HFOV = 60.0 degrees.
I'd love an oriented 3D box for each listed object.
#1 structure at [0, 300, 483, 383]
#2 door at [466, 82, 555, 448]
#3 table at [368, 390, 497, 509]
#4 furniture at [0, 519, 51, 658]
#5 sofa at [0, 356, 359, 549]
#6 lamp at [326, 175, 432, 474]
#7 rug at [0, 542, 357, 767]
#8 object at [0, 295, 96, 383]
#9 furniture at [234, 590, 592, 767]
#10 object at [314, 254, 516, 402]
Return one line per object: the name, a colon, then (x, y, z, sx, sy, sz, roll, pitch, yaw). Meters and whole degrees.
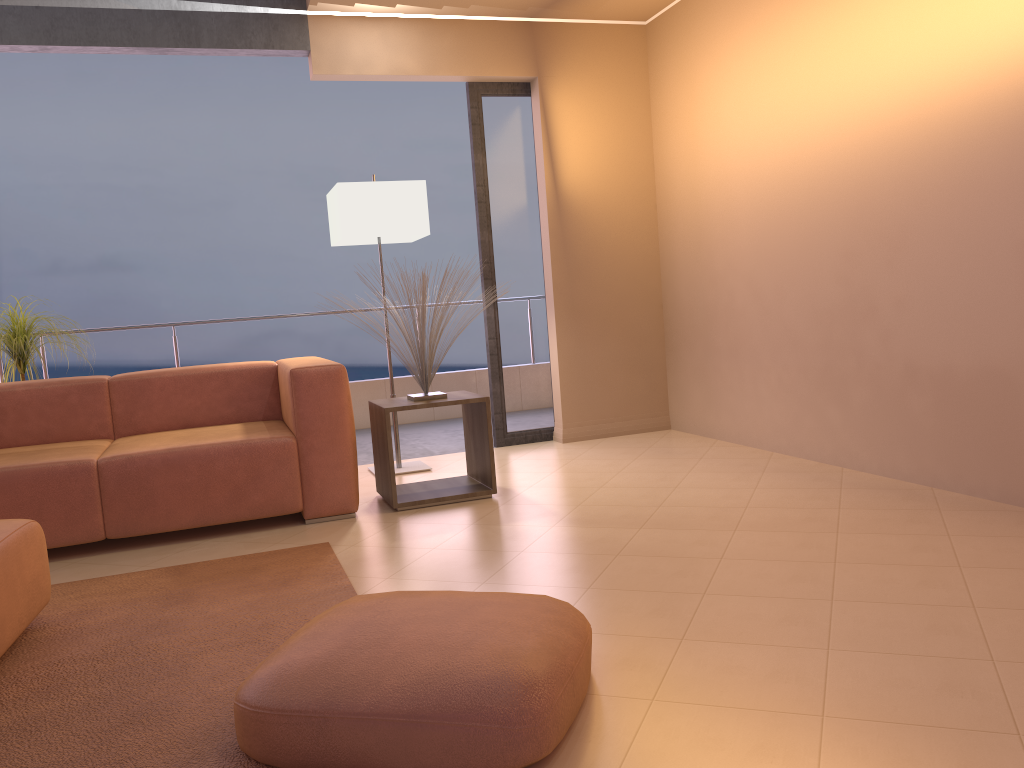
structure: (-1.262, -0.209, 5.827, 4.176, 0.541, 1.663, -6, 5, -18)
door: (0.044, -0.713, 5.339, 0.480, 2.160, 0.056, -6, 5, -18)
table: (-0.369, 0.283, 4.050, 0.469, 0.436, 0.415, -6, 5, -18)
furniture: (-1.964, 0.599, 2.257, 1.291, 0.301, 0.685, -6, 5, -13)
sofa: (-2.103, 0.341, 3.736, 2.781, 0.672, 0.943, -6, 5, -18)
lamp: (-0.673, -0.323, 4.757, 0.454, 1.578, 0.454, -6, 5, -18)
rug: (-1.643, 0.789, 2.093, 2.626, 0.005, 1.833, -6, 5, -18)
object: (-2.564, 0.082, 4.668, 0.729, 1.088, 0.703, 0, 7, 40)
furniture: (-0.188, 0.613, 1.935, 0.699, 0.226, 0.659, -3, 5, 11)
object: (-0.436, -0.254, 4.084, 0.703, 0.634, 0.700, -2, 6, 28)
